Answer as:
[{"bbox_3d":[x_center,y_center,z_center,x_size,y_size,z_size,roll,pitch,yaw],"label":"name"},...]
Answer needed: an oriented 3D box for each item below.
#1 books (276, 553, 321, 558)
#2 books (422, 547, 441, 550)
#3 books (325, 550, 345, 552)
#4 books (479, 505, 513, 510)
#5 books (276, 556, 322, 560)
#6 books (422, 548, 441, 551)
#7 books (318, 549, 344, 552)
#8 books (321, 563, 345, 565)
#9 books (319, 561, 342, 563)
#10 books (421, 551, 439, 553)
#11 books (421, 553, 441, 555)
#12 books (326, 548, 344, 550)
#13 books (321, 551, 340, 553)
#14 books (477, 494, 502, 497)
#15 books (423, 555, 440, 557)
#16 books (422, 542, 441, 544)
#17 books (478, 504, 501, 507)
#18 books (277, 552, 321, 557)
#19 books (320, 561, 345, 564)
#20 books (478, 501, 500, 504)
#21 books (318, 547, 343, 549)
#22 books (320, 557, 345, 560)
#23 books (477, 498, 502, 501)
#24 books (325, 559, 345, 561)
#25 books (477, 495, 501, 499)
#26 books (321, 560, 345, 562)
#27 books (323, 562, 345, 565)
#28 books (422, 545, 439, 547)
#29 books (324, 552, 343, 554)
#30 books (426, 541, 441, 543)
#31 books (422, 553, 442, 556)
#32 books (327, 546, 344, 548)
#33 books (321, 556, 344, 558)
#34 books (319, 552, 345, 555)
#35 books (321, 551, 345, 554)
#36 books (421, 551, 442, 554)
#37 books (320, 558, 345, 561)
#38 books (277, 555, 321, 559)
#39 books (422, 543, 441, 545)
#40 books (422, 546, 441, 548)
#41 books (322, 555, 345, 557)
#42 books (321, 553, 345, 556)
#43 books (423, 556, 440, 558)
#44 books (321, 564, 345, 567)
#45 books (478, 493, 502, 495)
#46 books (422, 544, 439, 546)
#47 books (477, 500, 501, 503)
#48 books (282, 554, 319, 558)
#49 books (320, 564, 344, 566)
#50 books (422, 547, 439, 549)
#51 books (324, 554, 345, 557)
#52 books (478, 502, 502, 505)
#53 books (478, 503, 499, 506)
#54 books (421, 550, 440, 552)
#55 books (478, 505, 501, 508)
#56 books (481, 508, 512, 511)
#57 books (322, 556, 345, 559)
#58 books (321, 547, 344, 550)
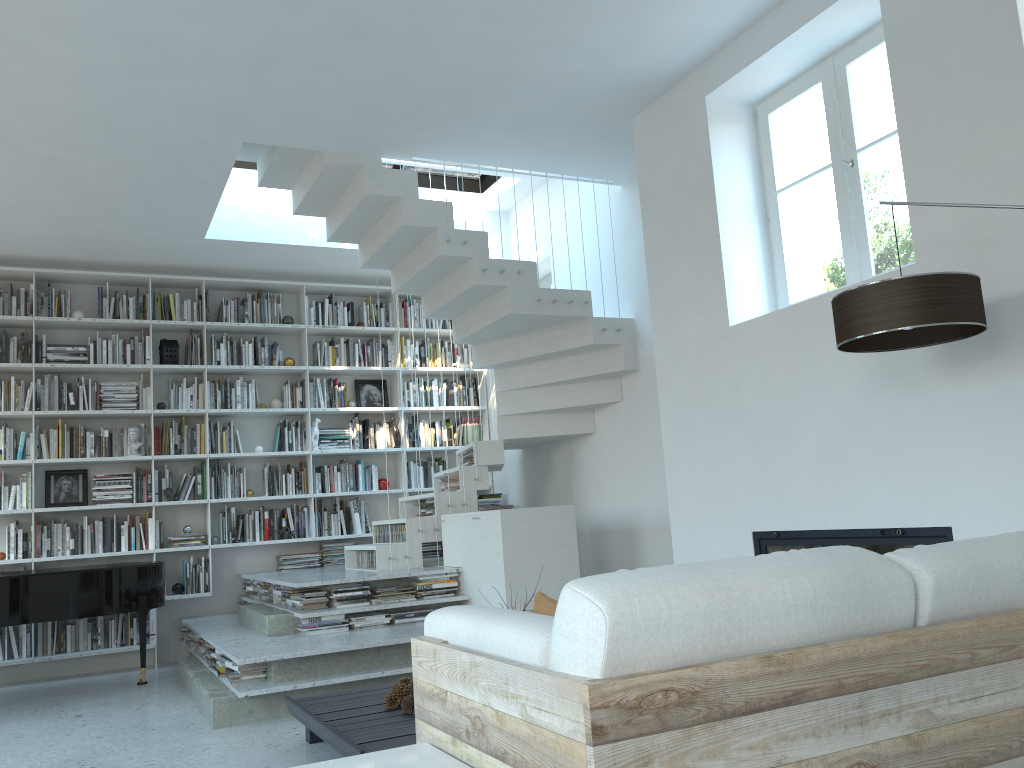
[{"bbox_3d":[-1.834,1.472,7.617,0.345,0.007,0.193,0,-10,-28],"label":"books"},{"bbox_3d":[-0.846,1.510,8.089,0.354,0.008,0.198,1,-10,-29],"label":"books"},{"bbox_3d":[-1.540,1.459,7.765,0.285,0.005,0.160,0,-9,-25],"label":"books"},{"bbox_3d":[-0.138,1.085,7.792,0.267,0.026,0.161,-1,-9,-21],"label":"books"},{"bbox_3d":[-1.829,1.493,7.606,0.345,0.007,0.193,1,-10,-31],"label":"books"},{"bbox_3d":[-0.849,1.519,8.092,0.359,0.009,0.201,0,-10,-27],"label":"books"},{"bbox_3d":[-1.540,1.454,7.766,0.285,0.005,0.160,0,-10,-27],"label":"books"},{"bbox_3d":[-1.527,1.569,7.744,0.254,0.007,0.161,-1,-9,-22],"label":"books"},{"bbox_3d":[-1.529,1.548,7.747,0.285,0.007,0.160,1,-10,-30],"label":"books"},{"bbox_3d":[-0.848,1.537,8.090,0.320,0.009,0.203,0,-10,-27],"label":"books"},{"bbox_3d":[-0.847,1.555,8.087,0.359,0.009,0.201,0,-9,-25],"label":"books"},{"bbox_3d":[-1.538,1.442,7.761,0.285,0.005,0.160,1,-10,-30],"label":"books"},{"bbox_3d":[-1.539,1.465,7.764,0.254,0.005,0.161,0,-10,-27],"label":"books"},{"bbox_3d":[-0.226,1.004,7.982,0.228,0.011,0.159,0,-10,-27],"label":"books"},{"bbox_3d":[-0.840,1.571,8.075,0.320,0.009,0.203,-1,-9,-21],"label":"books"},{"bbox_3d":[-0.851,1.459,8.099,0.354,0.008,0.198,0,-10,-28],"label":"books"},{"bbox_3d":[-0.220,1.096,7.971,0.192,0.008,0.161,0,-9,-26],"label":"books"},{"bbox_3d":[-1.835,1.465,7.618,0.345,0.007,0.193,0,-9,-24],"label":"books"},{"bbox_3d":[-1.531,1.556,7.752,0.254,0.007,0.161,0,-9,-25],"label":"books"},{"bbox_3d":[-0.226,1.069,7.984,0.215,0.011,0.122,1,-10,-31],"label":"books"},{"bbox_3d":[-1.537,1.432,7.766,0.285,0.005,0.160,1,-10,-29],"label":"books"},{"bbox_3d":[-1.529,1.521,7.751,0.254,0.007,0.161,1,-10,-30],"label":"books"},{"bbox_3d":[-0.224,1.042,7.979,0.235,0.014,0.155,0,-9,-25],"label":"books"},{"bbox_3d":[-1.528,1.535,7.750,0.254,0.007,0.161,1,-10,-30],"label":"books"},{"bbox_3d":[-0.231,1.024,7.992,0.232,0.025,0.123,1,-10,-29],"label":"books"},{"bbox_3d":[-1.526,1.541,7.746,0.285,0.007,0.160,-1,-9,-21],"label":"books"},{"bbox_3d":[-1.532,1.563,7.753,0.254,0.007,0.161,0,-9,-26],"label":"books"},{"bbox_3d":[-0.846,1.483,8.088,0.315,0.009,0.200,-1,-9,-21],"label":"books"},{"bbox_3d":[-1.539,1.476,7.764,0.254,0.005,0.161,0,-9,-26],"label":"books"},{"bbox_3d":[-0.846,1.445,8.093,0.354,0.017,0.198,-1,-9,-21],"label":"books"},{"bbox_3d":[-0.841,1.562,8.075,0.359,0.009,0.201,1,-10,-31],"label":"books"},{"bbox_3d":[-1.535,1.426,7.763,0.254,0.005,0.161,1,-10,-31],"label":"books"},{"bbox_3d":[-1.533,1.509,7.759,0.254,0.007,0.161,0,-9,-25],"label":"books"},{"bbox_3d":[-1.536,1.482,7.765,0.285,0.007,0.160,0,-9,-26],"label":"books"},{"bbox_3d":[-1.538,1.470,7.761,0.285,0.005,0.160,0,-10,-28],"label":"books"},{"bbox_3d":[-0.845,1.545,8.083,0.359,0.009,0.201,0,-9,-23],"label":"books"},{"bbox_3d":[-1.530,1.528,7.755,0.285,0.007,0.160,0,-9,-24],"label":"books"},{"bbox_3d":[-1.833,1.487,7.615,0.345,0.007,0.193,0,-9,-24],"label":"books"},{"bbox_3d":[-0.849,1.467,8.095,0.354,0.008,0.198,1,-10,-29],"label":"books"},{"bbox_3d":[-0.847,1.493,8.091,0.354,0.008,0.198,0,-9,-23],"label":"books"},{"bbox_3d":[-1.530,1.500,7.752,0.285,0.007,0.160,1,-10,-31],"label":"books"},{"bbox_3d":[-1.535,1.489,7.762,0.285,0.007,0.160,0,-9,-25],"label":"books"},{"bbox_3d":[-0.844,1.582,8.083,0.320,0.009,0.203,0,-10,-27],"label":"books"},{"bbox_3d":[-1.527,1.583,7.744,0.254,0.007,0.161,0,-9,-23],"label":"books"},{"bbox_3d":[-0.225,0.995,7.980,0.231,0.006,0.152,-1,-9,-21],"label":"books"},{"bbox_3d":[-0.849,1.476,8.094,0.315,0.009,0.200,1,-10,-29],"label":"books"},{"bbox_3d":[-0.225,1.056,7.981,0.206,0.014,0.150,0,-9,-26],"label":"books"},{"bbox_3d":[-1.834,1.479,7.616,0.308,0.008,0.195,0,-9,-24],"label":"books"},{"bbox_3d":[-1.531,1.577,7.752,0.285,0.007,0.160,0,-9,-26],"label":"books"},{"bbox_3d":[-0.846,1.501,8.088,0.315,0.009,0.200,-1,-9,-22],"label":"books"},{"bbox_3d":[-1.534,1.495,7.761,0.254,0.007,0.161,0,-9,-25],"label":"books"},{"bbox_3d":[-0.225,1.078,7.980,0.227,0.009,0.145,0,-9,-26],"label":"books"},{"bbox_3d":[-0.226,1.088,7.982,0.182,0.011,0.131,0,-10,-28],"label":"books"},{"bbox_3d":[-0.847,1.528,8.088,0.320,0.009,0.203,0,-10,-28],"label":"books"},{"bbox_3d":[-0.220,1.103,7.971,0.232,0.006,0.137,1,-10,-31],"label":"books"},{"bbox_3d":[-0.134,1.109,7.784,0.234,0.025,0.157,1,-10,-30],"label":"books"},{"bbox_3d":[-1.530,1.514,7.752,0.285,0.007,0.160,1,-10,-30],"label":"books"},{"bbox_3d":[-1.535,1.437,7.763,0.254,0.005,0.161,-1,-9,-22],"label":"books"}]
